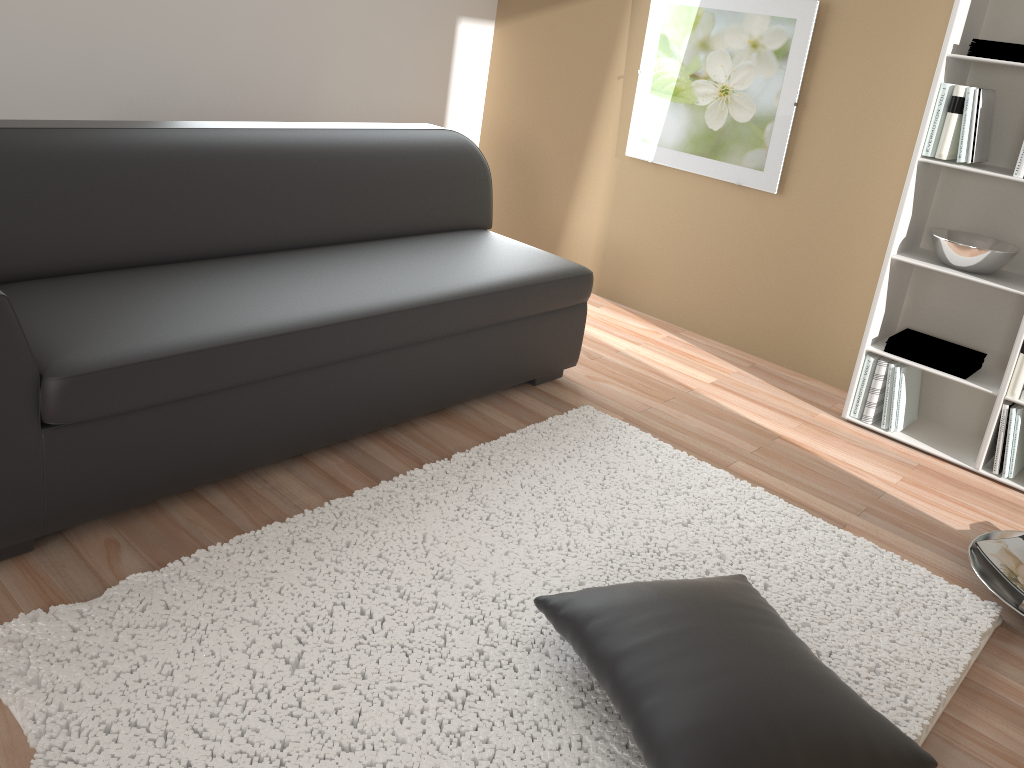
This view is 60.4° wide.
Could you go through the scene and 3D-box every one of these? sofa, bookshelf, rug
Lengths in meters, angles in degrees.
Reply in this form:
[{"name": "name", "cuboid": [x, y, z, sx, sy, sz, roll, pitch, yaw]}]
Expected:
[{"name": "sofa", "cuboid": [-0.728, -0.347, 2.843, 0.974, 0.806, 2.291, 24, 27, 36]}, {"name": "bookshelf", "cuboid": [1.934, -0.691, 2.956, 1.063, 2.068, 0.337, 23, 22, 38]}, {"name": "rug", "cuboid": [0.106, 0.556, 2.016, 1.484, 0.044, 2.054, 26, 28, 36]}]

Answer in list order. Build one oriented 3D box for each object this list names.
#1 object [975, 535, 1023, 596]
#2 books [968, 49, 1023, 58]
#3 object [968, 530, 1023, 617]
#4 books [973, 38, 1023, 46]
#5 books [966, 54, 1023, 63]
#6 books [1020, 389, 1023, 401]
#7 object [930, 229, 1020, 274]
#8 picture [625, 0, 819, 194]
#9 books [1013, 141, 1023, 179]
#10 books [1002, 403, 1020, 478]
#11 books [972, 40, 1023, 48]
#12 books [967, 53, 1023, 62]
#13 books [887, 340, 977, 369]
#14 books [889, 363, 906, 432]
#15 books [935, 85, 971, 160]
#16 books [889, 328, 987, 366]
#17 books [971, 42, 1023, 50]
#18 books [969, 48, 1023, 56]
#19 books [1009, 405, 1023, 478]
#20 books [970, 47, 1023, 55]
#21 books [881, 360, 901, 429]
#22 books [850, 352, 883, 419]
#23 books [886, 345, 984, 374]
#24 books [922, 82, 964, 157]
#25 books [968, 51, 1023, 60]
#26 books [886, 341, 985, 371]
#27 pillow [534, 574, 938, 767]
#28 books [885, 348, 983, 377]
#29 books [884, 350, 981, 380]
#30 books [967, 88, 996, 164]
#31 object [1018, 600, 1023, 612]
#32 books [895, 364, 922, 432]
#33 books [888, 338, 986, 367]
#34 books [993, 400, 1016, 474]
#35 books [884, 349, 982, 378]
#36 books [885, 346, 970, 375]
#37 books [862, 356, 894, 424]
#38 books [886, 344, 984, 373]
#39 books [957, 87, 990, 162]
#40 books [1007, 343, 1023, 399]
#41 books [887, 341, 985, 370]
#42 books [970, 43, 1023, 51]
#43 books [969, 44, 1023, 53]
[{"name": "object", "cuboid": [1.567, 0.566, 2.391, 0.342, 0.093, 0.519, 0, 24, -19]}, {"name": "books", "cuboid": [1.748, -1.118, 3.018, 0.304, 0.006, 0.213, 25, 28, 35]}, {"name": "object", "cuboid": [1.549, 0.593, 2.392, 0.589, 0.061, 0.604, 14, 23, 13]}, {"name": "books", "cuboid": [1.758, -1.150, 3.003, 0.304, 0.006, 0.213, 26, 28, 36]}, {"name": "books", "cuboid": [1.746, -1.102, 3.021, 0.304, 0.007, 0.213, 26, 28, 36]}, {"name": "books", "cuboid": [1.854, -0.077, 3.069, 0.041, 0.250, 0.210, 22, 23, 36]}, {"name": "object", "cuboid": [1.676, -0.475, 3.219, 0.299, 0.103, 0.310, 10, 22, 4]}, {"name": "picture", "cuboid": [0.909, -1.352, 3.983, 0.835, 0.788, 0.019, 25, 23, 38]}, {"name": "books", "cuboid": [1.794, -0.843, 3.003, 0.041, 0.266, 0.210, 22, 23, 37]}, {"name": "books", "cuboid": [1.801, 0.186, 3.146, 0.059, 0.249, 0.210, 22, 23, 37]}, {"name": "books", "cuboid": [1.756, -1.145, 3.004, 0.304, 0.007, 0.213, 26, 28, 36]}, {"name": "books", "cuboid": [1.748, -1.107, 3.020, 0.304, 0.006, 0.213, 26, 28, 36]}, {"name": "books", "cuboid": [1.601, -0.135, 3.322, 0.304, 0.007, 0.213, 26, 28, 36]}, {"name": "books", "cuboid": [1.508, 0.038, 3.395, 0.059, 0.249, 0.210, 22, 23, 37]}, {"name": "books", "cuboid": [1.601, -0.937, 3.155, 0.041, 0.250, 0.210, 22, 23, 37]}, {"name": "books", "cuboid": [1.603, -0.142, 3.315, 0.304, 0.006, 0.213, 26, 28, 36]}, {"name": "books", "cuboid": [1.756, -1.142, 3.011, 0.304, 0.007, 0.213, 26, 28, 36]}, {"name": "books", "cuboid": [1.752, -1.121, 3.014, 0.304, 0.006, 0.213, 26, 28, 36]}, {"name": "books", "cuboid": [1.824, 0.187, 3.147, 0.059, 0.249, 0.210, 22, 23, 37]}, {"name": "books", "cuboid": [1.752, -1.126, 3.012, 0.304, 0.006, 0.213, 26, 28, 36]}, {"name": "books", "cuboid": [1.492, 0.026, 3.413, 0.061, 0.251, 0.210, 22, 23, 37]}, {"name": "books", "cuboid": [1.423, -0.009, 3.476, 0.041, 0.250, 0.210, 22, 23, 37]}, {"name": "books", "cuboid": [1.597, -0.114, 3.325, 0.304, 0.006, 0.213, 26, 28, 36]}, {"name": "books", "cuboid": [1.570, -0.955, 3.188, 0.041, 0.250, 0.210, 22, 23, 37]}, {"name": "books", "cuboid": [1.749, -1.112, 3.018, 0.304, 0.006, 0.213, 26, 28, 36]}, {"name": "books", "cuboid": [1.596, -0.124, 3.322, 0.305, 0.006, 0.213, 27, 29, 37]}, {"name": "pillow", "cuboid": [0.418, 0.595, 1.786, 0.581, 0.202, 0.632, -2, 24, -23]}, {"name": "books", "cuboid": [1.594, -0.104, 3.329, 0.304, 0.006, 0.213, 26, 28, 36]}, {"name": "books", "cuboid": [1.591, -0.094, 3.332, 0.304, 0.007, 0.213, 26, 28, 36]}, {"name": "books", "cuboid": [1.663, -0.913, 3.121, 0.059, 0.249, 0.210, 22, 23, 37]}, {"name": "object", "cuboid": [1.611, 0.591, 2.374, 0.351, 0.093, 0.506, 25, 28, 35]}, {"name": "books", "cuboid": [1.532, 0.039, 3.395, 0.059, 0.249, 0.210, 22, 23, 37]}, {"name": "books", "cuboid": [1.601, -0.138, 3.315, 0.304, 0.007, 0.213, 26, 28, 36]}, {"name": "books", "cuboid": [1.785, 0.174, 3.165, 0.061, 0.251, 0.210, 22, 23, 37]}, {"name": "books", "cuboid": [1.593, -0.099, 3.331, 0.304, 0.006, 0.213, 26, 28, 36]}, {"name": "books", "cuboid": [1.593, -0.110, 3.329, 0.304, 0.006, 0.213, 25, 28, 35]}, {"name": "books", "cuboid": [1.454, 0.010, 3.443, 0.041, 0.250, 0.210, 22, 23, 37]}, {"name": "books", "cuboid": [1.597, -0.118, 3.324, 0.304, 0.006, 0.213, 26, 28, 36]}, {"name": "books", "cuboid": [1.638, -0.919, 3.127, 0.061, 0.251, 0.210, 22, 23, 37]}, {"name": "books", "cuboid": [1.819, -0.091, 3.090, 0.041, 0.250, 0.210, 22, 23, 37]}, {"name": "books", "cuboid": [1.601, -0.130, 3.324, 0.304, 0.007, 0.213, 26, 28, 36]}, {"name": "books", "cuboid": [1.756, -1.138, 3.012, 0.304, 0.007, 0.213, 26, 28, 36]}, {"name": "books", "cuboid": [1.751, -1.132, 3.010, 0.305, 0.006, 0.213, 27, 29, 37]}]
